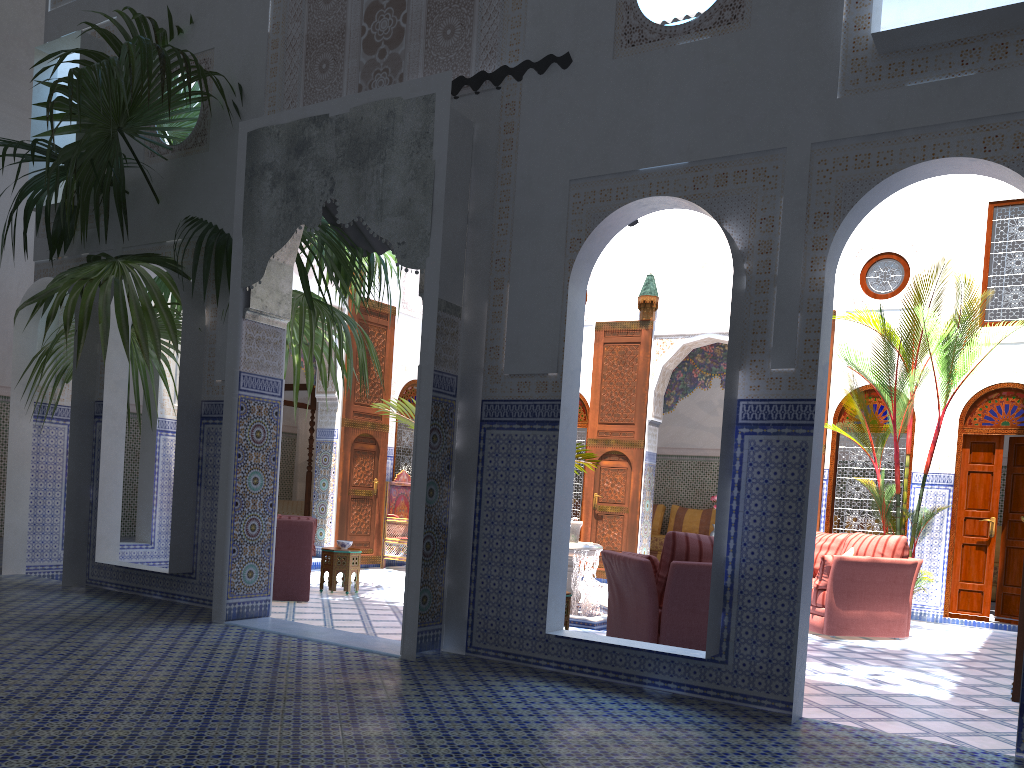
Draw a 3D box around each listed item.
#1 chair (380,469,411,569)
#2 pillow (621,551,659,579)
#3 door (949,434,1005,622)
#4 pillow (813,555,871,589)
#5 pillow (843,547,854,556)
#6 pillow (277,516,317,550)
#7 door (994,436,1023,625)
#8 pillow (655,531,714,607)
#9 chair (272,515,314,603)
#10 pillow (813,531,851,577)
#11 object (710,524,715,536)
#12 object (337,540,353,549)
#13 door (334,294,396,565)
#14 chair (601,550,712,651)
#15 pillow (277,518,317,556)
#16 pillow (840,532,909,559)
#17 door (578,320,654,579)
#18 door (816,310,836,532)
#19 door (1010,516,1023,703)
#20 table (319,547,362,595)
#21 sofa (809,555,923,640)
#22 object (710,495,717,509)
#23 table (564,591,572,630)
[{"bbox_3d":[-0.923,1.392,8.645,0.501,1.084,0.487,4,0,32],"label":"chair"},{"bbox_3d":[0.652,0.973,4.427,0.187,0.243,0.397,4,-5,-12],"label":"pillow"},{"bbox_3d":[3.660,1.132,6.904,0.284,1.468,0.124,5,2,32],"label":"door"},{"bbox_3d":[2.200,1.251,5.806,0.397,0.244,0.187,5,-2,-12],"label":"pillow"},{"bbox_3d":[2.269,1.249,6.032,0.147,0.259,0.282,3,-3,31],"label":"pillow"},{"bbox_3d":[-1.580,1.051,6.175,0.397,0.244,0.187,5,-2,-12],"label":"pillow"},{"bbox_3d":[3.947,1.139,6.812,0.024,1.468,0.284,3,2,-28],"label":"door"},{"bbox_3d":[0.950,0.896,4.150,0.582,0.381,0.301,5,-2,-13],"label":"pillow"},{"bbox_3d":[-1.720,1.157,5.915,0.728,0.542,0.815,5,-5,-13],"label":"chair"},{"bbox_3d":[2.353,1.304,6.630,0.301,0.379,0.583,4,-5,-13],"label":"pillow"},{"bbox_3d":[2.090,1.551,9.014,0.106,0.214,0.107,4,0,37],"label":"object"},{"bbox_3d":[-1.224,1.177,6.404,0.118,0.057,0.118,6,-6,-20],"label":"object"},{"bbox_3d":[-1.384,0.477,8.235,0.123,2.525,0.585,5,2,37],"label":"door"},{"bbox_3d":[0.906,1.123,4.301,0.813,0.543,0.728,5,-4,-13],"label":"chair"},{"bbox_3d":[-1.472,1.006,5.737,0.380,0.254,0.187,5,-2,-12],"label":"pillow"},{"bbox_3d":[2.481,1.236,6.087,0.306,0.402,0.561,4,-4,-17],"label":"pillow"},{"bbox_3d":[0.998,0.658,8.431,0.580,2.525,0.124,4,2,27],"label":"door"},{"bbox_3d":[2.406,0.642,7.586,0.580,2.525,0.124,5,2,32],"label":"door"},{"bbox_3d":[2.419,0.178,3.948,0.123,2.525,0.585,5,2,37],"label":"door"},{"bbox_3d":[-1.258,1.367,6.410,0.288,0.325,0.291,2,-3,32],"label":"table"},{"bbox_3d":[2.256,1.471,6.339,0.733,0.541,1.366,5,-6,-13],"label":"sofa"},{"bbox_3d":[2.216,1.358,8.923,0.336,0.598,0.446,4,-1,-32],"label":"object"},{"bbox_3d":[0.139,1.205,4.433,0.288,0.325,0.291,2,-3,32],"label":"table"}]
